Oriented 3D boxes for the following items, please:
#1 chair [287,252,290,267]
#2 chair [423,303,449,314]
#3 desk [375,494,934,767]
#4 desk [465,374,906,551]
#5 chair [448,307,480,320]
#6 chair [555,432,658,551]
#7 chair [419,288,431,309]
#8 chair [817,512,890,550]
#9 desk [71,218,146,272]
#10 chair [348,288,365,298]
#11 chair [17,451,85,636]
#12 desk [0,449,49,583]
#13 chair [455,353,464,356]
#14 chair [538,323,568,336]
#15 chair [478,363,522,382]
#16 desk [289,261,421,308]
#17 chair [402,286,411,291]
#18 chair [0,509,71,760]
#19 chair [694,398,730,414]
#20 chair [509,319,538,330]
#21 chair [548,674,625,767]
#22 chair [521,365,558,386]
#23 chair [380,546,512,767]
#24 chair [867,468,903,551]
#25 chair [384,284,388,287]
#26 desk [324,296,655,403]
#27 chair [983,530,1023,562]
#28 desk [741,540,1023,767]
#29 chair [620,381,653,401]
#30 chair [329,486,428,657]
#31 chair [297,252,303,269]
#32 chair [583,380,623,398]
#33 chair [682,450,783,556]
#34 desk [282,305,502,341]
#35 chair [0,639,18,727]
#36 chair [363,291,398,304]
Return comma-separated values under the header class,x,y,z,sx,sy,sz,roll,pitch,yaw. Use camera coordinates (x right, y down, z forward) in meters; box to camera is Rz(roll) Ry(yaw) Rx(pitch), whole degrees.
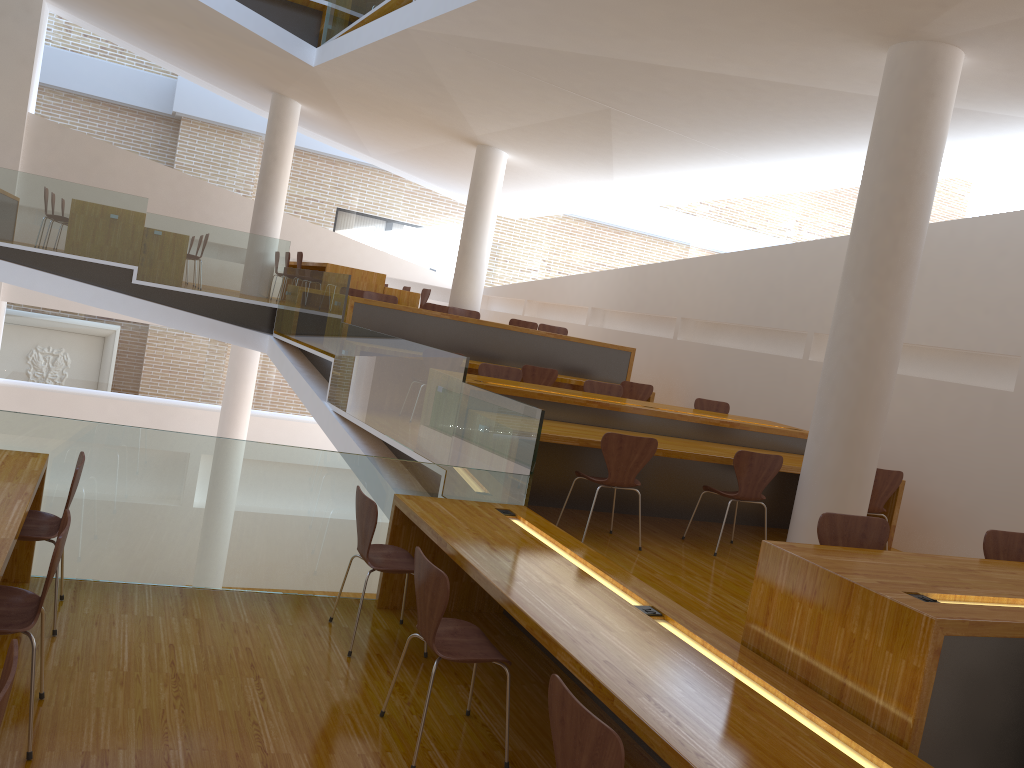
class,x,y,z,sx,sy,sz,roll,pitch,yaw
chair,-2.975,-1.440,12.216,0.381,0.693,0.428,9,4,-24
chair,-0.969,-0.610,10.553,0.428,0.693,0.381,9,4,-24
desk,0.294,1.133,3.352,0.760,0.606,3.185,9,4,-24
desk,1.096,0.594,6.568,3.243,0.785,1.527,9,4,-24
chair,-0.523,-0.477,9.791,0.428,0.693,0.381,9,4,-24
chair,0.586,0.621,5.449,0.428,0.693,0.381,9,4,-24
chair,-1.395,-1.008,12.277,0.381,0.693,0.428,9,4,-24
chair,1.416,0.903,3.513,0.428,0.693,0.381,9,4,-24
desk,-4.941,-1.785,11.433,1.248,0.757,3.196,9,4,-24
chair,-1.846,-0.745,10.158,0.428,0.693,0.381,9,4,-24
chair,-2.042,0.631,3.700,0.381,0.693,0.428,9,4,-24
desk,-2.199,0.893,2.457,1.285,0.918,3.236,9,4,-24
chair,-0.727,0.020,8.238,0.428,0.693,0.381,9,4,-24
chair,0.490,-0.318,10.207,0.428,0.693,0.381,9,4,-24
chair,-0.082,0.214,7.070,0.428,0.693,0.381,9,4,-24
desk,-2.404,-1.246,12.669,1.247,0.762,3.194,9,4,-24
chair,-1.775,-1.137,13.161,0.381,0.693,0.428,9,4,-24
chair,-1.662,0.760,2.815,0.381,0.693,0.428,9,4,-24
chair,1.820,0.509,7.886,0.428,0.693,0.381,9,4,-24
chair,0.026,-0.460,11.044,0.428,0.693,0.381,9,4,-24
chair,0.271,1.151,2.292,0.381,0.693,0.428,9,4,-24
chair,0.150,0.155,8.633,0.428,0.693,0.381,9,4,-24
chair,-0.200,0.997,3.296,0.381,0.693,0.428,9,4,-24
chair,2.458,0.906,6.335,0.428,0.693,0.381,9,4,-24
chair,-2.246,-1.291,14.165,0.381,0.693,0.428,9,4,-24
desk,-0.216,-0.123,9.160,3.216,1.022,1.248,9,4,-24
chair,2.293,1.038,3.908,0.428,0.693,0.381,9,4,-24
desk,2.430,1.129,3.513,3.185,0.606,0.760,9,4,-24
chair,1.145,0.305,9.124,0.428,0.693,0.381,9,4,-24
chair,-0.579,0.868,4.181,0.381,0.693,0.428,9,4,-24
chair,-2.596,-1.311,11.331,0.381,0.693,0.428,9,4,-24
chair,0.795,0.349,7.465,0.428,0.693,0.381,9,4,-24
chair,1.463,0.756,5.844,0.428,0.693,0.381,9,4,-24
desk,-1.050,-0.609,10.961,3.356,0.606,0.760,9,4,-24
chair,-1.260,0.903,1.780,0.381,0.693,0.428,9,4,-24
chair,-1.400,-0.611,9.396,0.428,0.693,0.381,9,4,-24
